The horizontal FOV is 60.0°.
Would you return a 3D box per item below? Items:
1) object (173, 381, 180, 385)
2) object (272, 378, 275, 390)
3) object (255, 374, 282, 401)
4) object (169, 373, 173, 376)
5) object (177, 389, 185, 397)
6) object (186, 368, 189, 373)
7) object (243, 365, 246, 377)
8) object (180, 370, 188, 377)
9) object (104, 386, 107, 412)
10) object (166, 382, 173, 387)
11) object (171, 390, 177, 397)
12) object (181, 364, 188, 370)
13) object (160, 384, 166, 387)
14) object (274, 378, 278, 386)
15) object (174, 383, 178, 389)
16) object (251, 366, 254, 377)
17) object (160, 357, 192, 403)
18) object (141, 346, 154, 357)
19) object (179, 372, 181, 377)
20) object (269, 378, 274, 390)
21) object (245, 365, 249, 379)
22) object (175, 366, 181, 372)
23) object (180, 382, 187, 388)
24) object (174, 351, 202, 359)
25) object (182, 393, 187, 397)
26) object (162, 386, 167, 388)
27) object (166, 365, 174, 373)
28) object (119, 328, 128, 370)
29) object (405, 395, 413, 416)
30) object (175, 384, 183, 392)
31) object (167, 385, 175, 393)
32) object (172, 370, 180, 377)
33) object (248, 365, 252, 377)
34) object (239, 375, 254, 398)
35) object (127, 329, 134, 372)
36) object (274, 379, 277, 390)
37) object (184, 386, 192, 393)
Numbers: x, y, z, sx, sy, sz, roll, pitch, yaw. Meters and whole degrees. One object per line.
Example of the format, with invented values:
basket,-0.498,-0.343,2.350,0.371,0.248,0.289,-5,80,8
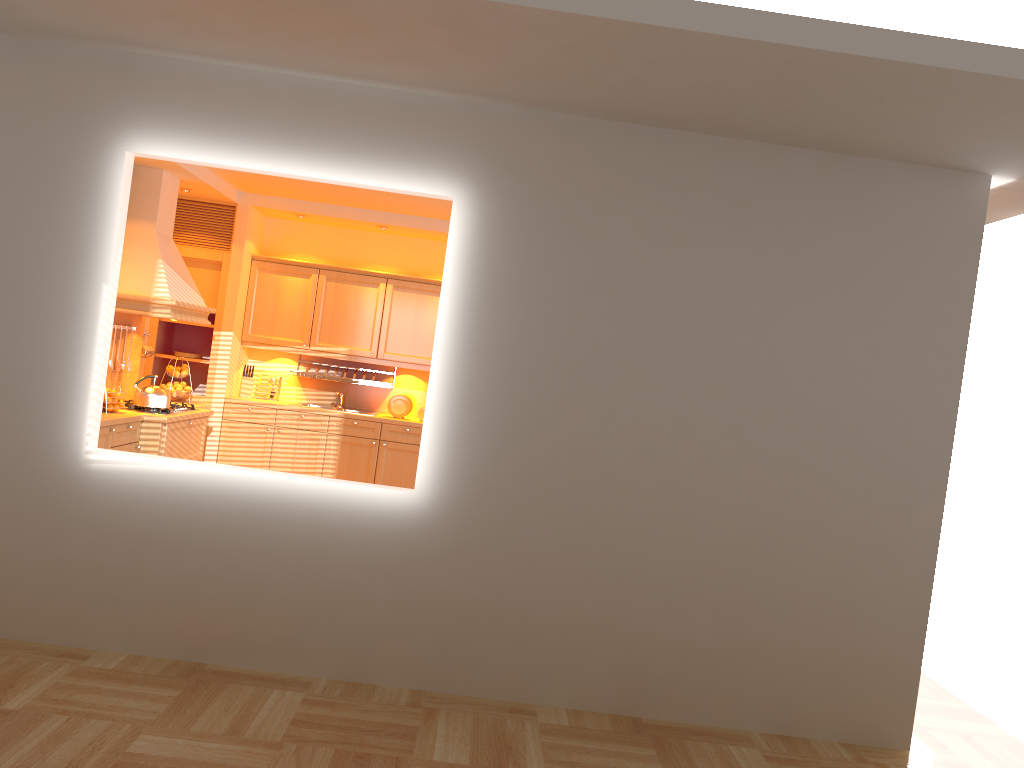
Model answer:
object,-2.792,-0.002,7.377,0.050,0.048,0.051,8,1,32
object,-2.139,0.046,7.937,0.017,0.196,0.020,8,1,24
object,-2.186,0.030,7.965,0.200,0.221,0.103,8,1,-2
object,-2.824,-0.092,7.376,0.057,0.056,0.051,7,1,-42
object,-2.734,0.073,7.331,0.064,0.062,0.064,7,1,-14
object,-2.733,-0.110,7.432,0.057,0.060,0.058,8,1,20
object,-2.354,-0.038,7.771,0.019,0.265,0.037,7,1,-38
object,-2.728,-0.086,7.380,0.063,0.063,0.064,8,1,15
object,-2.640,0.050,5.661,0.101,0.288,0.088,8,1,-2
object,-2.827,0.015,7.327,0.056,0.058,0.055,8,1,34
object,-2.794,0.079,7.329,0.052,0.056,0.057,7,1,-39
object,-2.727,-0.138,7.390,0.058,0.059,0.055,9,1,45
object,-2.905,0.022,7.385,0.044,0.047,0.046,8,1,19
object,-2.143,0.042,7.976,0.042,0.192,0.040,7,1,-42
object,-2.766,0.022,7.333,0.063,0.061,0.063,7,1,-28
object,-2.293,-0.031,7.804,0.019,0.265,0.037,7,1,-19
object,-2.786,-0.040,7.376,0.265,0.376,0.265,7,1,-43
object,-3.014,-0.268,7.268,0.096,0.094,0.186,8,1,-1
object,-2.779,-0.087,7.416,0.058,0.059,0.058,8,1,30
object,-2.152,0.041,7.928,0.042,0.192,0.040,7,1,-41
object,-2.335,-0.036,7.782,0.019,0.265,0.038,7,1,-19
object,-2.780,-0.121,7.384,0.051,0.051,0.050,8,1,23
object,-2.729,0.006,7.362,0.050,0.052,0.049,8,1,6
object,-2.806,-0.248,7.681,0.222,0.039,0.222,8,1,16
object,-2.748,0.080,7.397,0.063,0.061,0.064,7,1,-24
object,-2.863,0.042,7.304,0.056,0.057,0.053,7,1,-25
object,-2.825,-0.123,7.328,0.063,0.064,0.061,8,1,8
object,-2.889,-0.261,6.589,0.037,0.309,0.077,8,1,-2
object,-0.994,0.195,7.959,0.205,0.200,0.049,8,1,0
object,-2.734,0.035,7.288,0.056,0.063,0.065,7,1,-26
object,-2.801,0.043,7.280,0.063,0.063,0.063,8,1,10
object,-2.779,-0.085,7.339,0.064,0.058,0.063,7,1,-36
object,-2.314,-0.033,7.793,0.019,0.265,0.038,7,1,-19
object,-2.335,0.022,7.803,0.100,0.200,0.070,7,1,-28
object,-2.874,-0.254,6.695,0.020,0.323,0.061,8,1,-2
object,-2.129,0.047,7.942,0.022,0.196,0.018,8,1,3
object,-2.696,0.044,7.374,0.064,0.060,0.063,8,1,14
